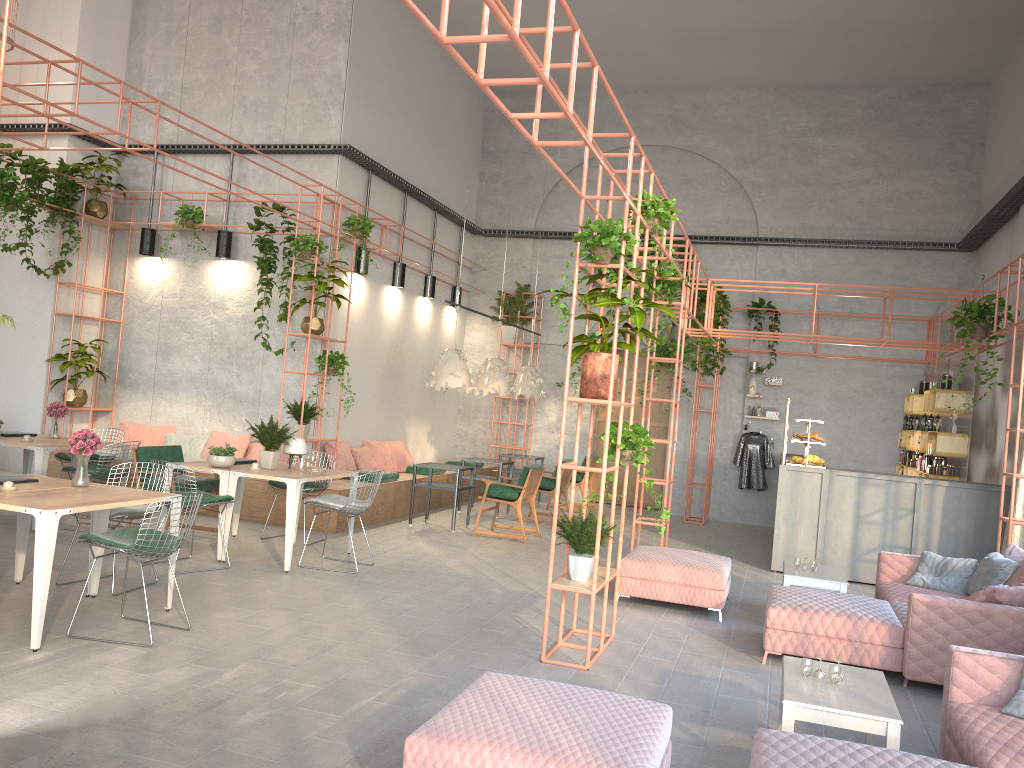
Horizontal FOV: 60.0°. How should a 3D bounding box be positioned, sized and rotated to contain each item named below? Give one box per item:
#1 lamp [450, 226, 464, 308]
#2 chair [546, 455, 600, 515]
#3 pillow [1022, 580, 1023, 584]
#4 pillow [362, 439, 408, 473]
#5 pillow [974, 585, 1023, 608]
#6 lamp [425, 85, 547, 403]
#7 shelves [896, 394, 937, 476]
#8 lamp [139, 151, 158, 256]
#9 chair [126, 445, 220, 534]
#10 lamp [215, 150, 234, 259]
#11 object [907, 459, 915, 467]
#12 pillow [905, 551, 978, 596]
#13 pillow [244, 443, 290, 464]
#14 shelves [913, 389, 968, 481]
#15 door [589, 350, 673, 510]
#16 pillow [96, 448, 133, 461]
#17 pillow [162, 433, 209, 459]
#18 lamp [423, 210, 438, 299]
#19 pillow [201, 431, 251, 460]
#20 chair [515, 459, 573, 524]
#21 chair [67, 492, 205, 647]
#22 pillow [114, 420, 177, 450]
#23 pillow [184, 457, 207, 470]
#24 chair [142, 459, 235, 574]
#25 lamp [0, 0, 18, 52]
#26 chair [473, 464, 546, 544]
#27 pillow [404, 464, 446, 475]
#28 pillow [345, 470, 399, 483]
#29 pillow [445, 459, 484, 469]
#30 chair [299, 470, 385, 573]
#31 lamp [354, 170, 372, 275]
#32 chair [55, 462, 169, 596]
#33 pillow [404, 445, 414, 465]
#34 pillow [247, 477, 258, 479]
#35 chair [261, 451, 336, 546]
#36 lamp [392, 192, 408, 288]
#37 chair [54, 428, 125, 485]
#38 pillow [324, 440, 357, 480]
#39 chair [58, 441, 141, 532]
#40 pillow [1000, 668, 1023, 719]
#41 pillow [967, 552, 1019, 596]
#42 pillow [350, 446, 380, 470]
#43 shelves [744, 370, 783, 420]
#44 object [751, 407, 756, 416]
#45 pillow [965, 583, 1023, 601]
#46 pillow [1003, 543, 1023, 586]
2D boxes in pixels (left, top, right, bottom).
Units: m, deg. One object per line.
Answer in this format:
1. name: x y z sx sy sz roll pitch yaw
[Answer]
1. lamp: -0.931 -2.054 15.521 0.185 1.425 0.179 5 -1 17
2. chair: 1.016 1.597 14.424 0.685 0.930 0.722 5 -1 17
3. pillow: 3.727 1.514 6.271 0.273 0.476 0.836 5 -1 18
4. pillow: -1.831 1.051 12.915 0.276 0.474 0.839 4 -1 38
5. pillow: 3.319 1.520 6.048 0.495 0.349 0.308 5 -1 -23
6. lamp: -0.092 -1.802 13.141 0.704 4.052 4.456 5 -1 17
7. shelves: 5.946 1.085 13.037 0.328 1.838 1.750 5 -1 17
8. lamp: -4.888 -2.461 12.028 0.179 1.425 0.185 5 -1 17
9. chair: -3.421 1.110 9.045 0.685 0.917 0.722 5 -1 17
10. lamp: -3.738 -2.366 11.670 0.179 1.425 0.185 5 -1 17
11. object: 5.733 1.135 12.712 0.115 0.107 0.115 5 -1 -16
12. pillow: 3.642 1.607 7.504 0.307 0.324 0.500 6 -1 -38
13. pillow: -3.127 0.957 11.336 0.666 0.385 0.289 5 -1 13
14. shelves: 5.382 1.004 11.204 0.328 1.838 1.750 5 -1 17
15. door: 2.206 0.800 15.989 1.360 2.729 0.551 5 -1 17
16. pillow: -5.159 0.921 11.542 0.637 0.149 0.491 5 -1 18
17. pillow: -4.348 0.856 11.716 0.666 0.385 0.289 5 -1 13
18. lamp: -1.286 -2.104 14.367 0.185 1.425 0.179 5 -1 17
19. pillow: -3.742 0.858 11.507 0.839 0.474 0.276 4 -1 38
20. chair: 0.507 1.524 12.769 0.685 0.930 0.722 5 -1 17
21. chair: -2.412 1.138 5.736 0.717 0.941 0.565 5 -1 14
22. pillow: -4.949 0.759 11.928 0.839 0.474 0.276 5 -1 8
23. pillow: -4.161 1.004 11.232 0.637 0.149 0.491 5 -1 18
24. chair: -2.833 1.136 7.804 0.565 0.941 0.717 4 -1 34
25. lamp: -5.588 -5.393 9.355 0.883 3.476 0.883 5 -1 -20
26. chair: -0.013 1.450 11.078 0.685 0.929 0.722 5 -1 17
27. pillow: -1.323 1.289 13.332 0.491 0.149 0.637 5 -1 18
28. pillow: -1.831 1.216 11.679 0.491 0.149 0.637 5 -1 18
29. pillow: -0.802 1.363 15.025 0.491 0.149 0.637 5 -1 18
30. chair: -1.611 1.254 8.400 0.717 0.941 0.565 5 -1 14
31. lamp: -1.992 -2.205 12.070 0.185 1.425 0.179 5 -1 17
32. chair: -3.096 1.098 6.916 0.565 0.941 0.717 5 -1 19
33. pillow: -1.667 1.122 13.535 0.289 0.385 0.666 5 -1 13
34. pillow: -3.193 1.084 10.930 0.637 0.149 0.491 5 -1 18
35. chair: -2.295 1.213 9.580 0.565 0.941 0.717 5 -1 19
36. lamp: -1.637 -2.155 13.224 0.185 1.425 0.179 5 -1 17
37. chair: -4.982 0.991 10.416 0.565 0.941 0.717 5 -1 19
38. pillow: -2.249 0.994 11.704 0.276 0.474 0.839 5 -1 8
39. chair: -4.298 1.031 9.236 0.717 0.941 0.565 5 -1 14
40. pillow: 2.604 1.459 4.128 0.307 0.324 0.500 6 -1 -38
41. pillow: 3.863 1.571 7.190 0.289 0.385 0.666 5 -1 18
42. pillow: -2.044 1.069 12.311 0.289 0.385 0.666 5 -1 13
43. shelves: 4.136 0.182 14.557 0.560 0.790 0.186 5 -1 17
44. object: 3.977 0.451 14.602 0.063 0.151 0.063 5 -1 3
45. pillow: 3.502 1.563 6.463 0.441 0.317 0.479 5 -1 -1
46. pillow: 4.005 1.551 7.133 0.276 0.474 0.839 5 -1 18
